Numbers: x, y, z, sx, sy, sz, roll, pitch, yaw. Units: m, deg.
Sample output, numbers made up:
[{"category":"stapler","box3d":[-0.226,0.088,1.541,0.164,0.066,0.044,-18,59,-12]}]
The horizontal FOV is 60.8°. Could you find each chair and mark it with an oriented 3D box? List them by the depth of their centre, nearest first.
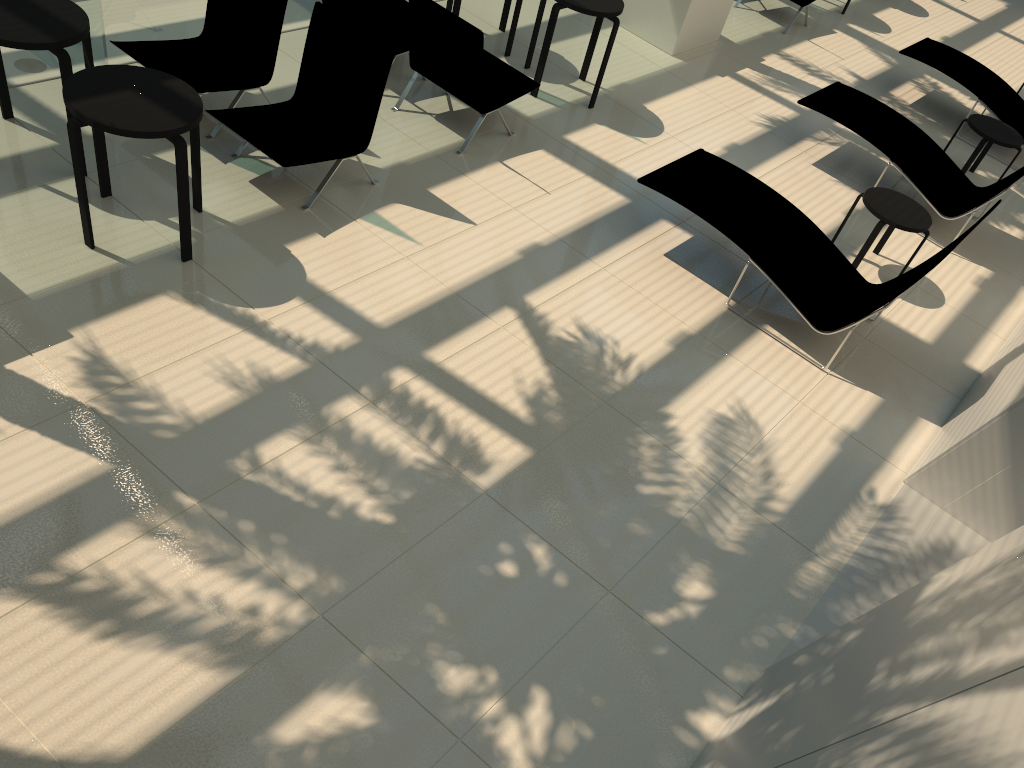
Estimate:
[{"category":"chair","box3d":[-1.355,-1.748,5.544,0.695,0.960,0.842,38,47,18]},{"category":"chair","box3d":[-2.057,-2.272,5.779,0.695,0.960,0.842,38,47,18]},{"category":"chair","box3d":[1.949,-1.139,5.970,1.979,1.250,0.873,37,47,16]},{"category":"chair","box3d":[-0.295,-2.423,6.571,0.695,0.960,0.842,38,47,18]},{"category":"chair","box3d":[-0.998,-2.946,6.805,0.695,0.960,0.842,38,47,18]},{"category":"chair","box3d":[3.587,-2.205,7.580,1.979,1.250,0.873,37,47,16]},{"category":"chair","box3d":[5.177,-3.239,9.140,1.979,1.250,0.873,37,47,16]},{"category":"chair","box3d":[3.222,-4.710,10.024,0.695,0.960,0.842,38,47,18]}]

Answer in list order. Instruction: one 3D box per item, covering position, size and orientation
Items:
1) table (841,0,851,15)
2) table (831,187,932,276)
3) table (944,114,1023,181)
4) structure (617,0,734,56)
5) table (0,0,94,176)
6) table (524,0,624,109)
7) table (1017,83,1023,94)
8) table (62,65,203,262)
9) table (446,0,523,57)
[{"category":"table","box3d":[4.003,-5.178,10.841,0.680,0.844,0.624,0,47,-18]},{"category":"table","box3d":[2.879,-1.150,6.825,0.556,0.559,0.507,4,46,-15]},{"category":"table","box3d":[4.518,-2.216,8.435,0.556,0.559,0.507,4,46,-15]},{"category":"structure","box3d":[2.260,-6.341,6.504,4.729,7.576,4.175,32,46,14]},{"category":"table","box3d":[-2.803,-1.761,5.109,0.683,0.844,0.621,7,45,-12]},{"category":"table","box3d":[0.502,-2.901,7.402,0.680,0.844,0.624,0,47,-18]},{"category":"table","box3d":[6.107,-3.250,9.996,0.554,0.559,0.508,0,47,-19]},{"category":"table","box3d":[-2.072,-1.217,4.865,0.683,0.844,0.621,7,45,-12]},{"category":"table","box3d":[-0.229,-3.445,7.646,0.680,0.844,0.624,0,47,-18]}]
